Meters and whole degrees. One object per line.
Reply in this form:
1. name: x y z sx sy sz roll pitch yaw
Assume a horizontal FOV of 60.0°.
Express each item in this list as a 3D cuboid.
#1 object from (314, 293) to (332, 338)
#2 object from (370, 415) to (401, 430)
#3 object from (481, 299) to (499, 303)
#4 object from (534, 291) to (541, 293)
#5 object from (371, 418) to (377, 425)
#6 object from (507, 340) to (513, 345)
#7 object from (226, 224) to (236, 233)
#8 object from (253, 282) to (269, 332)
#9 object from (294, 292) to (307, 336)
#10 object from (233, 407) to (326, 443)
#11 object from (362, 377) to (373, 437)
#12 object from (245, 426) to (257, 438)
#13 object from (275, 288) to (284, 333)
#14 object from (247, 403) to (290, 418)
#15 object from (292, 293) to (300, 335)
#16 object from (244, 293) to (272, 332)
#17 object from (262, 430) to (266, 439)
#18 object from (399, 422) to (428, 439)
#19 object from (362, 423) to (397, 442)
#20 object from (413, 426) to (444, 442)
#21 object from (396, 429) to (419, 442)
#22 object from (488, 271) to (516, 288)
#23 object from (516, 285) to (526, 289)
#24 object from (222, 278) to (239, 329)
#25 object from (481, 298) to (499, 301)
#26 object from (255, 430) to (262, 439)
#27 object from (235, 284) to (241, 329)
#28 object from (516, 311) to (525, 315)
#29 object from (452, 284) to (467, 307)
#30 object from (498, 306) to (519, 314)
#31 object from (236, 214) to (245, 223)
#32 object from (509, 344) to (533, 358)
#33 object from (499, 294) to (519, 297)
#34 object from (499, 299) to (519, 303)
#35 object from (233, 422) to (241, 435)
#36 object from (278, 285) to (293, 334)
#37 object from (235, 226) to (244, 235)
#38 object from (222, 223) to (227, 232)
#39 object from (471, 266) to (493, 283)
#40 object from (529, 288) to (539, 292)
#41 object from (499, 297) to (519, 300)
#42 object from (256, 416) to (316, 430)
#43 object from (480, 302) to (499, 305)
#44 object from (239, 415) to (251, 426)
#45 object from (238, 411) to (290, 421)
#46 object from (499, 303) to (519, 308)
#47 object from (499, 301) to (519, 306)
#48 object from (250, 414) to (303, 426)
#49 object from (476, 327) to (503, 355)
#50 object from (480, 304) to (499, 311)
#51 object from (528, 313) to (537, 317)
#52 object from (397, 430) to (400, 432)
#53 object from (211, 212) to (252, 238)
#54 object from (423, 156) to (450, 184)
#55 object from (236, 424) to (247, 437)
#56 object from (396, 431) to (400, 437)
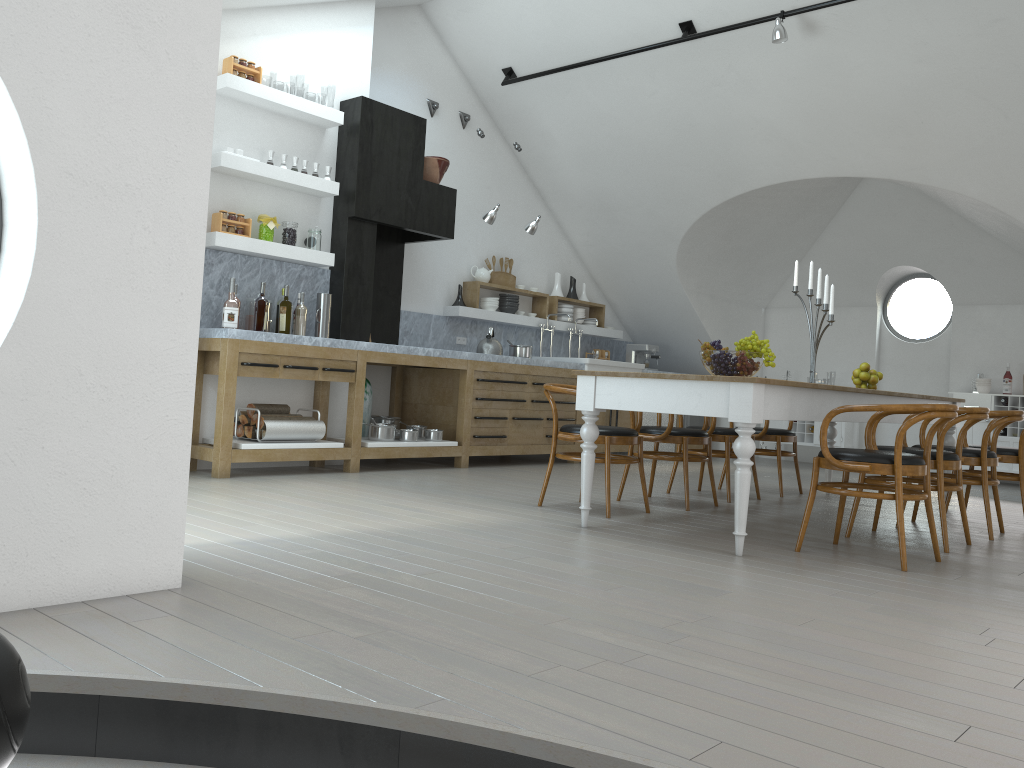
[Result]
1. object: -1.414 -0.501 6.580 0.114 0.340 0.164 2 -2 44
2. object: -1.185 0.345 7.637 0.455 0.197 0.268 3 -1 -14
3. object: -0.220 -0.792 8.759 0.181 0.069 0.181 4 -1 -31
4. object: 0.229 -0.957 9.299 0.163 0.012 0.164 4 0 -31
5. object: -1.015 0.341 6.851 0.051 0.152 0.190 2 -2 41
6. object: 0.034 -0.332 8.373 0.236 0.167 0.051 3 -2 36
7. object: -1.944 -1.067 6.132 0.058 0.075 0.058 4 -1 -26
8. object: -1.711 -0.517 6.045 0.092 0.359 0.093 4 -2 -15
9. object: -1.522 -0.498 6.399 0.085 0.331 0.085 5 -2 -40
10. object: -1.652 0.288 6.264 0.429 0.232 0.526 3 -1 39
11. object: -1.267 0.180 7.296 0.231 0.499 0.230 4 -2 -7
12. object: -1.654 0.337 6.247 0.093 0.084 0.478 3 -1 39
13. object: -1.631 -0.511 6.305 0.092 0.339 0.092 4 -2 -31
14. object: -1.707 0.191 6.214 0.104 0.102 0.291 2 -1 39
15. object: -1.564 -0.502 6.501 0.081 0.330 0.081 4 -2 -21
16. object: -1.786 -0.496 6.232 0.184 0.286 0.184 4 -2 -25
17. object: -1.535 0.352 6.146 0.067 0.067 0.422 2 -1 39
18. object: -0.823 0.395 7.462 0.181 0.134 0.309 4 -1 -24
19. object: -1.077 0.366 6.943 0.379 0.164 0.222 3 -1 31
20. object: -0.676 0.411 7.269 0.261 0.113 0.153 3 -1 41
21. object: -0.859 0.399 7.028 0.261 0.113 0.153 3 -1 31
22. object: -0.100 -1.053 8.943 0.084 0.158 0.353 2 -1 41
23. object: 0.089 -0.989 9.139 0.098 0.049 0.098 3 -1 39
24. object: -1.891 -0.537 5.967 0.088 0.360 0.085 4 -2 -27
25. object: -0.217 -0.820 8.761 0.180 0.076 0.181 3 -1 -11
26. object: -1.597 0.350 6.197 0.067 0.067 0.422 2 -1 39
27. object: -1.909 -0.522 6.085 0.085 0.331 0.085 5 -2 -40
28. object: 0.084 -0.721 9.141 0.098 0.049 0.098 3 -1 39
29. object: -0.498 -0.843 8.469 0.156 0.219 0.156 3 -1 23
30. object: -0.038 -0.738 8.968 0.206 0.072 0.205 3 0 29
31. object: -1.895 -1.150 6.185 0.058 0.075 0.058 4 -1 -26
32. object: 0.110 -0.302 8.410 0.232 0.170 0.394 3 -1 21
33. object: -0.032 -0.867 8.979 0.205 0.080 0.205 3 -1 44
34. object: -0.032 -0.814 8.973 0.206 0.072 0.205 3 0 29
35. object: -1.794 0.321 6.345 0.091 0.092 0.436 2 -1 39
36. object: -1.583 -0.512 6.195 0.092 0.359 0.092 4 -2 -5
37. object: -1.900 -1.064 6.182 0.058 0.075 0.058 4 -1 -26
38. object: -1.988 -1.070 6.081 0.058 0.075 0.058 4 -1 -26
39. object: -0.297 -1.070 8.705 0.174 0.169 0.167 3 -1 25
40. object: 0.230 -0.980 9.300 0.098 0.049 0.098 3 -1 39
41. object: -0.030 -0.839 8.978 0.205 0.084 0.205 4 -1 -21
42. object: -1.568 0.272 6.171 0.092 0.093 0.436 2 -1 39
43. object: -0.223 -0.768 8.756 0.181 0.065 0.181 3 0 -11
44. object: -1.716 0.261 6.274 0.115 0.079 0.434 3 -1 39
45. object: -1.762 0.234 6.338 0.071 0.073 0.422 2 -1 39
46. object: -0.036 -0.765 8.969 0.205 0.086 0.205 3 -1 -11
47. object: -0.029 -0.792 8.968 0.205 0.086 0.205 3 0 -6
48. object: -1.644 0.252 6.201 0.101 0.087 0.362 3 -1 39
49. object: -0.197 -0.386 8.049 0.246 0.268 0.246 4 -1 -39
50. object: -0.224 -0.746 8.755 0.181 0.064 0.181 4 0 -26
51. object: 0.210 -0.713 9.285 0.098 0.049 0.098 3 -1 39
52. object: -0.906 0.392 7.221 0.041 0.045 0.247 2 -1 40
53. object: -1.941 -1.091 6.133 0.120 0.146 0.237 2 -1 41
54. object: -0.717 -1.787 7.540 0.347 0.237 0.366 4 -1 -31
55. object: -1.731 0.332 6.286 0.091 0.089 0.454 2 -1 39
56. object: -1.031 0.388 7.234 0.508 0.052 0.263 3 0 18
